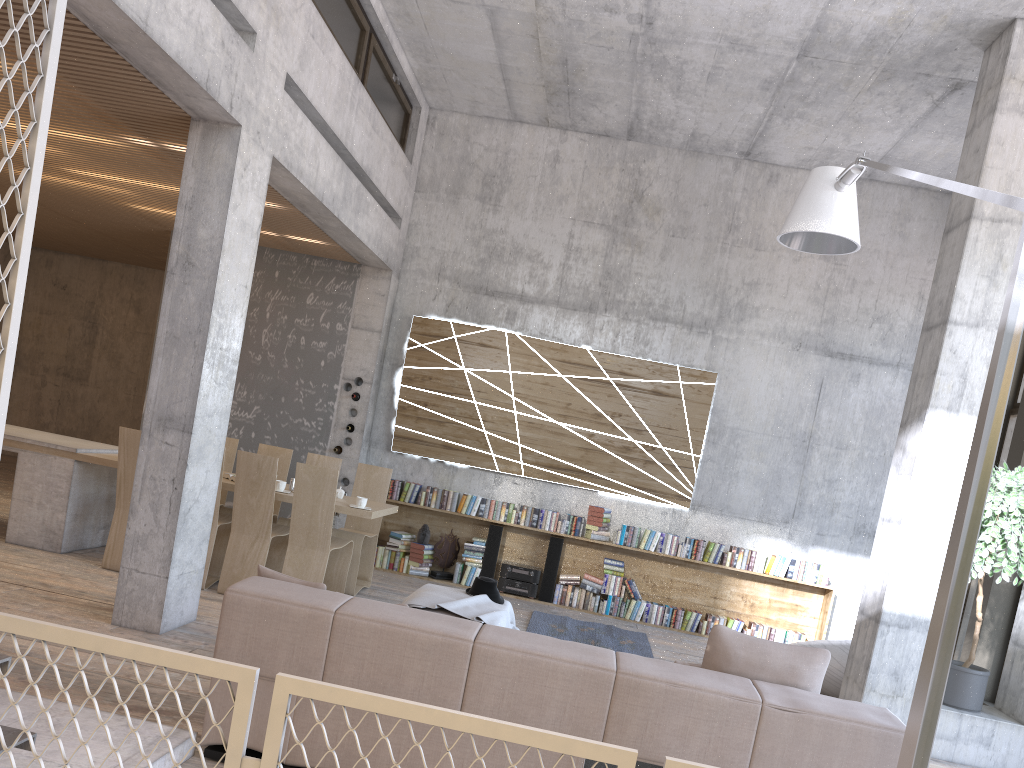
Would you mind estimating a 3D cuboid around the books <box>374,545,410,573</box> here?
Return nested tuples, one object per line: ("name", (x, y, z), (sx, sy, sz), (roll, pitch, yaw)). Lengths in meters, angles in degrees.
("books", (-1.392, 1.956, 9.879), (0.493, 0.239, 0.242), (11, 0, 5))

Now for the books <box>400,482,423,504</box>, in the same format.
("books", (-1.128, 1.213, 9.802), (0.199, 0.230, 0.189), (11, 1, 5))

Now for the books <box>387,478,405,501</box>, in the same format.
("books", (-1.478, 1.149, 9.815), (0.489, 0.222, 0.214), (11, 0, 5))

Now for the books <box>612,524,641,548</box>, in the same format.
("books", (1.255, 1.654, 9.594), (0.278, 0.222, 0.209), (11, 0, 3))

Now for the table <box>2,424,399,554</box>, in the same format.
("table", (-3.723, 1.048, 7.952), (5.175, 0.930, 1.011), (11, 0, 4))

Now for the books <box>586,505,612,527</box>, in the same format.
("books", (0.951, 1.447, 9.579), (0.187, 0.211, 0.248), (11, 0, 27))

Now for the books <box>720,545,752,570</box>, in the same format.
("books", (2.431, 1.879, 9.521), (0.278, 0.222, 0.209), (11, 0, 3))

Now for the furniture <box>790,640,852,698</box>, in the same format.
("furniture", (3.300, 2.626, 7.921), (1.605, 0.815, 1.817), (9, -3, 43))

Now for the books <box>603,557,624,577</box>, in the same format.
("books", (1.119, 2.019, 9.654), (0.238, 0.162, 0.189), (11, -1, 5))

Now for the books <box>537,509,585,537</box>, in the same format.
("books", (0.542, 1.529, 9.661), (0.489, 0.222, 0.214), (11, 0, 5))

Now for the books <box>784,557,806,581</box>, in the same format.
("books", (3.048, 1.999, 9.448), (0.155, 0.222, 0.154), (11, 2, 5))

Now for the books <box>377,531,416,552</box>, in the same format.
("books", (-1.455, 1.727, 9.865), (0.713, 0.264, 0.301), (10, 0, 9))

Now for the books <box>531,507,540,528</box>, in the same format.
("books", (0.260, 1.479, 9.702), (0.055, 0.222, 0.189), (11, 1, 6))

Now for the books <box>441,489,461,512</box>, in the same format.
("books", (-0.678, 1.295, 9.733), (0.155, 0.222, 0.189), (11, 1, 5))

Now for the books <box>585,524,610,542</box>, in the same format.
("books", (0.928, 1.626, 9.598), (0.288, 0.151, 0.218), (13, -2, -37))

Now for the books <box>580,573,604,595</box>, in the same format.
("books", (0.873, 2.188, 9.615), (0.243, 0.193, 0.154), (11, 1, 5))

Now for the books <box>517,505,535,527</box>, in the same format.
("books", (0.158, 1.462, 9.717), (0.155, 0.222, 0.204), (11, 1, 5))

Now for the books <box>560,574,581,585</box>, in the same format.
("books", (0.643, 2.161, 9.693), (0.234, 0.140, 0.191), (11, -1, 6))

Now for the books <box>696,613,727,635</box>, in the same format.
("books", (2.182, 2.636, 9.589), (0.278, 0.222, 0.209), (11, 0, 3))

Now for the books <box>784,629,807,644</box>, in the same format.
("books", (3.082, 2.802, 9.496), (0.276, 0.222, 0.170), (11, 1, 6))

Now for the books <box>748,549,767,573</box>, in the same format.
("books", (2.641, 1.916, 9.480), (0.155, 0.222, 0.189), (11, 1, 5))

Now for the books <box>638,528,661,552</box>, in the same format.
("books", (1.503, 1.700, 9.565), (0.199, 0.230, 0.189), (11, 1, 5))

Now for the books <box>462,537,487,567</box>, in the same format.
("books", (-0.413, 1.873, 9.793), (0.250, 0.325, 0.218), (11, 2, 7))

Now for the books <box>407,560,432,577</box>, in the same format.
("books", (-1.044, 2.056, 9.798), (0.264, 0.151, 0.244), (12, -2, -39))

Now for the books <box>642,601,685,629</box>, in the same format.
("books", (1.659, 2.539, 9.630), (0.416, 0.222, 0.204), (11, 0, 5))

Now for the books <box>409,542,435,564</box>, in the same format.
("books", (-1.002, 1.884, 9.777), (0.187, 0.211, 0.248), (11, 0, 27))

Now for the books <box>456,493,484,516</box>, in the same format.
("books", (-0.465, 1.335, 9.716), (0.248, 0.230, 0.189), (11, 1, 5))

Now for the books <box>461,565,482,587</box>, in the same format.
("books", (-0.447, 2.137, 9.784), (0.199, 0.230, 0.189), (11, 1, 5))

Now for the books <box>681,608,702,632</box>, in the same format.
("books", (1.957, 2.593, 9.616), (0.199, 0.230, 0.189), (11, 1, 5))

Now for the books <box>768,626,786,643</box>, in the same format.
("books", (2.867, 2.763, 9.544), (0.155, 0.222, 0.189), (11, 1, 5))

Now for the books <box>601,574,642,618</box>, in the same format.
("books", (1.199, 2.339, 9.653), (0.450, 0.452, 0.213), (11, 3, 5))

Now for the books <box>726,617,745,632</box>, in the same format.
("books", (2.417, 2.681, 9.613), (0.199, 0.230, 0.189), (11, 1, 5))

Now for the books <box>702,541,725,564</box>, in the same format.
("books", (2.191, 1.834, 9.549), (0.199, 0.230, 0.189), (11, 1, 5))

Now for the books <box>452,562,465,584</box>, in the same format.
("books", (-0.598, 2.110, 9.811), (0.074, 0.222, 0.204), (11, 1, 6))

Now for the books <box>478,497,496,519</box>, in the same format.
("books", (-0.271, 1.378, 9.701), (0.155, 0.222, 0.154), (11, 2, 5))

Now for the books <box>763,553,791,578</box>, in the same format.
("books", (2.855, 1.955, 9.464), (0.248, 0.230, 0.189), (11, 1, 5))

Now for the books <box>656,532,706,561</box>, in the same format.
("books", (1.842, 1.770, 9.562), (0.489, 0.222, 0.214), (11, 0, 5))

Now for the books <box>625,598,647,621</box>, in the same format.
("books", (1.356, 2.475, 9.625), (0.199, 0.230, 0.189), (11, 1, 5))

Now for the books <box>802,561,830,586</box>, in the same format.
("books", (3.260, 2.040, 9.434), (0.276, 0.222, 0.170), (11, 1, 6))

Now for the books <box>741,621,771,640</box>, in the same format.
("books", (2.657, 2.726, 9.585), (0.278, 0.222, 0.209), (11, 0, 3))

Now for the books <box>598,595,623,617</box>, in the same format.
("books", (1.084, 2.425, 9.657), (0.226, 0.222, 0.214), (11, 0, 5))

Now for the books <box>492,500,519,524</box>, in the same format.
("books", (-0.059, 1.419, 9.687), (0.276, 0.222, 0.170), (11, 1, 6))

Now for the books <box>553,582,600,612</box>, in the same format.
("books", (0.718, 2.351, 9.716), (0.493, 0.239, 0.242), (11, 0, 5))
